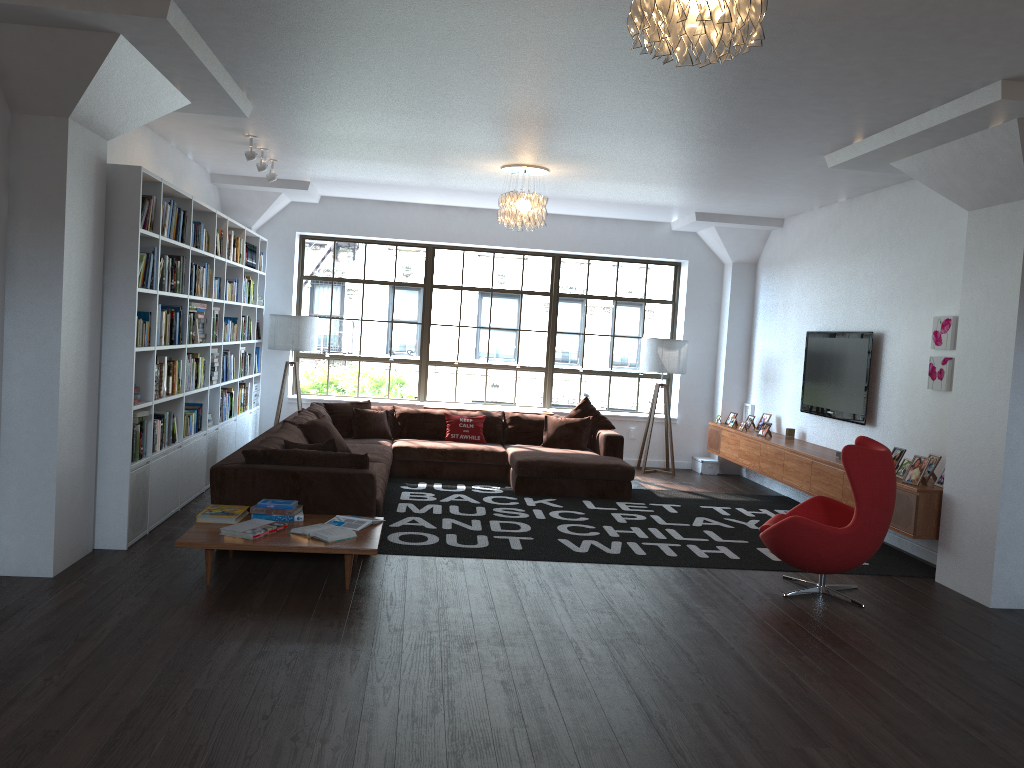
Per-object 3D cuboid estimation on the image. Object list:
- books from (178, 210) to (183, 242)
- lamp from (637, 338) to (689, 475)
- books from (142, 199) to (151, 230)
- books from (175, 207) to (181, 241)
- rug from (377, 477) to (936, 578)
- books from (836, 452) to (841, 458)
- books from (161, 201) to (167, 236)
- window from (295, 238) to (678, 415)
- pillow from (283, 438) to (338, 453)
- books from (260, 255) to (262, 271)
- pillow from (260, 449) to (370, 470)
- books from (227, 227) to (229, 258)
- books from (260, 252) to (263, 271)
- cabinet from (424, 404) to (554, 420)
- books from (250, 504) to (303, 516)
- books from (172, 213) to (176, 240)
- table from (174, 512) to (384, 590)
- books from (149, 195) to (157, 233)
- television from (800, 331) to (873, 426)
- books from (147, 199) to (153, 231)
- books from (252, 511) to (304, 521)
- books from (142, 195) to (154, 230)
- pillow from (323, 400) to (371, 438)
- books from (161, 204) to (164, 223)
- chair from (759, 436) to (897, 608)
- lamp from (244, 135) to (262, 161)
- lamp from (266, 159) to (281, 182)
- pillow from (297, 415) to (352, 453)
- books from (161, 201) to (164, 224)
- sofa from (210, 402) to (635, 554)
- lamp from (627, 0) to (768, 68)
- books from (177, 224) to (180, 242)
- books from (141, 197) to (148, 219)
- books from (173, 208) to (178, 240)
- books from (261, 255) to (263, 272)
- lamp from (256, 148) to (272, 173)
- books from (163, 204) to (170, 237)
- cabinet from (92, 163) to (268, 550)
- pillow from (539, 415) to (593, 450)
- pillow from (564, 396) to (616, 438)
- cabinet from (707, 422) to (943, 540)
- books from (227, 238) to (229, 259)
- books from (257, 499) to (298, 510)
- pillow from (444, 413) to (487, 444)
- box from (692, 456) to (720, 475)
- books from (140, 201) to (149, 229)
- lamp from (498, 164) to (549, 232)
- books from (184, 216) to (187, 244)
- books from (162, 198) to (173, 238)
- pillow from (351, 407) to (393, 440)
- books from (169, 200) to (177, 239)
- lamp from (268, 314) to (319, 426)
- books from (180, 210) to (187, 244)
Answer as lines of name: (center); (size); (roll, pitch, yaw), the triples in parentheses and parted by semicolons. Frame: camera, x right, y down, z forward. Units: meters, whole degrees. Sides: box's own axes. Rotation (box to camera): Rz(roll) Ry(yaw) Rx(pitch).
books: (-2.520, -1.161, 6.512); (0.174, 0.243, 0.085); (3, 3, -6)
lamp: (1.758, 0.257, 10.511); (0.545, 1.579, 0.545); (4, 3, 5)
books: (-2.448, -1.105, 5.772); (0.161, 0.218, 0.101); (3, 3, -6)
books: (-2.507, -1.159, 6.426); (0.182, 0.253, 0.098); (3, 3, -6)
rug: (0.922, 1.153, 7.621); (4.200, 0.007, 3.100); (3, 3, -4)
books: (2.979, 0.637, 7.573); (0.250, 0.053, 0.400); (3, 3, -6)
books: (-2.486, -1.141, 6.120); (0.170, 0.251, 0.118); (3, 3, -6)
window: (-0.277, -0.684, 10.967); (4.648, 1.905, 0.114); (3, 3, -6)
pillow: (-1.399, 0.559, 6.368); (0.559, 0.411, 0.269); (6, 4, 40)
books: (-2.852, -1.343, 9.844); (0.136, 0.196, 0.045); (3, 3, -6)
pillow: (-1.338, 0.619, 6.110); (0.750, 0.364, 0.289); (3, 3, -7)
books: (-2.671, -1.287, 8.115); (0.140, 0.298, 0.044); (3, 3, -6)
books: (-2.861, -1.365, 9.924); (0.140, 0.231, 0.042); (3, 3, -6)
cabinet: (-0.299, 0.608, 10.496); (1.520, 0.625, 0.350); (3, 3, -6)
books: (-1.484, 0.789, 5.600); (0.279, 0.035, 0.191); (4, 3, 4)
books: (-2.508, -1.141, 6.362); (0.161, 0.222, 0.083); (3, 3, -6)
table: (-1.352, 1.003, 5.341); (1.100, 0.271, 0.853); (3, 3, -6)
books: (-2.462, -1.129, 5.879); (0.170, 0.251, 0.118); (3, 3, -6)
television: (3.016, -0.085, 8.311); (0.013, 0.816, 1.324); (3, 3, -6)
books: (-2.449, -1.109, 5.807); (0.161, 0.222, 0.084); (3, 3, -6)
books: (-1.481, 0.826, 5.599); (0.312, 0.037, 0.216); (3, 3, -16)
books: (-2.459, -1.124, 5.835); (0.159, 0.248, 0.089); (3, 3, -6)
pillow: (-1.690, 0.381, 9.396); (0.580, 0.418, 0.334); (2, 4, -33)
books: (-2.473, -1.121, 6.048); (0.161, 0.222, 0.084); (3, 3, -6)
chair: (2.007, 0.828, 5.675); (0.801, 1.006, 0.798); (5, 3, 19)
lamp: (-2.124, -1.916, 7.226); (0.111, 0.211, 0.120); (5, 4, 28)
lamp: (-2.226, -1.978, 8.244); (0.120, 0.211, 0.111); (2, 4, -32)
pillow: (-1.650, 0.488, 7.776); (0.325, 0.391, 0.625); (4, 3, 10)
books: (-2.484, -1.136, 6.077); (0.159, 0.248, 0.089); (3, 3, -6)
sofa: (-0.455, 0.717, 7.969); (3.481, 0.664, 4.197); (3, 3, -6)
lamp: (0.608, -1.333, 2.875); (0.441, 0.539, 0.442); (6, 4, 36)
books: (-2.522, -1.165, 6.472); (0.182, 0.255, 0.077); (3, 3, -6)
books: (-2.432, -1.093, 5.618); (0.182, 0.215, 0.188); (3, 3, -6)
books: (-2.506, -1.156, 6.394); (0.159, 0.248, 0.089); (3, 3, -6)
books: (-2.853, -1.343, 9.885); (0.139, 0.191, 0.036); (3, 3, -6)
lamp: (-2.174, -1.947, 7.729); (0.111, 0.211, 0.120); (7, 4, 43)
books: (-2.488, -1.140, 6.173); (0.174, 0.242, 0.105); (3, 3, -6)
cabinet: (-2.826, -0.299, 7.774); (0.461, 2.414, 4.500); (3, 3, -6)
pillow: (0.585, 0.514, 9.558); (0.542, 0.362, 0.248); (4, 3, 15)
pillow: (0.779, 0.433, 9.738); (0.651, 0.587, 0.335); (2, 4, -27)
cabinet: (2.797, 0.778, 8.408); (0.459, 0.350, 4.501); (3, 3, -6)
books: (-2.685, -1.245, 8.163); (0.144, 0.207, 0.048); (3, 3, -6)
books: (-1.477, 0.759, 5.597); (0.224, 0.027, 0.157); (4, 3, -1)
pillow: (-0.504, 0.480, 9.566); (0.465, 0.308, 0.220); (3, 3, -10)
box: (2.352, 0.990, 10.776); (0.228, 0.165, 0.368); (3, 3, -6)
books: (-2.450, -1.096, 5.707); (0.167, 0.210, 0.162); (3, 3, -6)
lamp: (0.101, -1.641, 7.901); (0.441, 0.539, 0.442); (6, 4, 36)
books: (-2.547, -1.168, 6.682); (0.167, 0.233, 0.077); (3, 3, -6)
books: (-2.501, -1.170, 6.259); (0.176, 0.293, 0.125); (3, 3, -6)
pillow: (-1.492, 0.415, 9.320); (0.489, 0.337, 0.238); (1, 4, -36)
books: (-2.512, -1.173, 6.320); (0.197, 0.290, 0.136); (3, 3, -6)
lamp: (-2.535, 0.006, 10.168); (0.545, 1.579, 0.545); (3, 3, -17)
books: (-2.531, -1.173, 6.614); (0.182, 0.255, 0.077); (3, 3, -6)
